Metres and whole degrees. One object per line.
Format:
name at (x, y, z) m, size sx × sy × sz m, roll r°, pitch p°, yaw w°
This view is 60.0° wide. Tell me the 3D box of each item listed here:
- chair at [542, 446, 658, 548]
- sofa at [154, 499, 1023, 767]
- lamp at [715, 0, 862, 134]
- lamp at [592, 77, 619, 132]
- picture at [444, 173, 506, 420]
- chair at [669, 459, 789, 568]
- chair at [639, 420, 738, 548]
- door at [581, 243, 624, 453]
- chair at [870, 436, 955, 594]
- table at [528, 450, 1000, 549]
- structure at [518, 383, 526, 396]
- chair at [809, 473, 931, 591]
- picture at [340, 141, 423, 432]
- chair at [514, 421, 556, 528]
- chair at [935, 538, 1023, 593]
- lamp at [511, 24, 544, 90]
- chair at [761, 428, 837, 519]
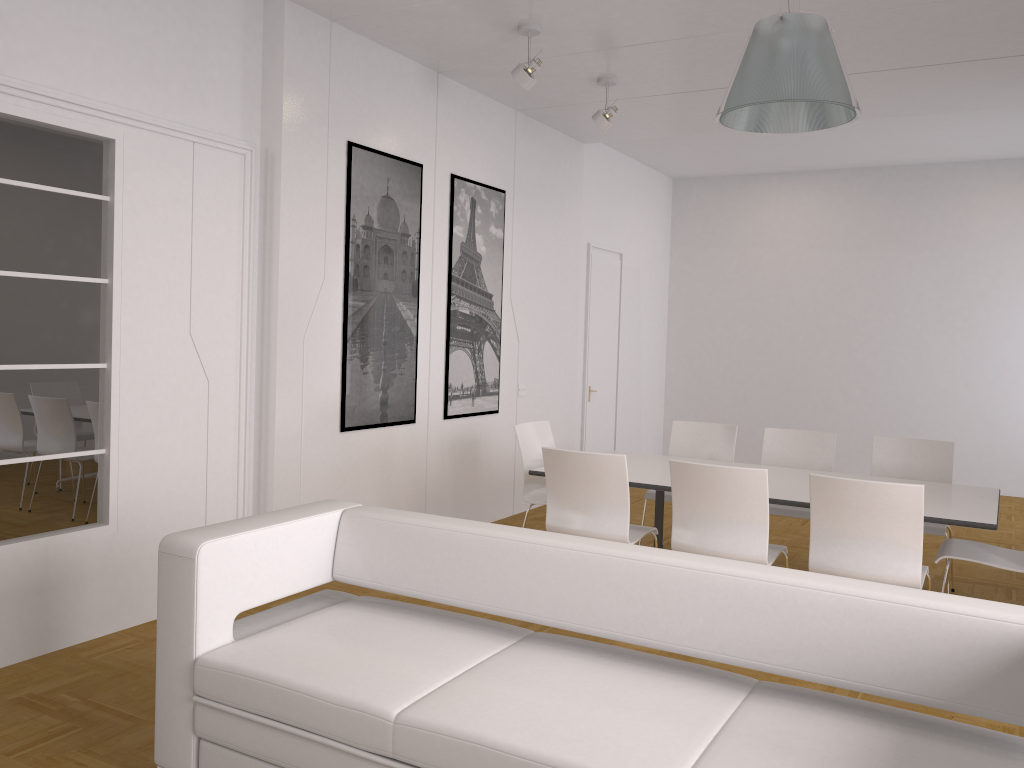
chair at (0.467, 0.799, 4.782) m, size 0.561 × 0.930 × 0.575 m, roll 3°, pitch 3°, yaw 29°
sofa at (0.214, 0.944, 2.472) m, size 2.624 × 0.848 × 0.822 m, roll 4°, pitch 3°, yaw 29°
lamp at (0.929, -1.503, 2.915) m, size 0.465 × 1.249 × 0.464 m, roll 3°, pitch 2°, yaw 29°
lamp at (0.647, -1.963, 6.261) m, size 0.167 × 0.364 × 0.174 m, roll 1°, pitch 2°, yaw -18°
picture at (-0.268, -0.640, 6.756) m, size 0.016 × 1.779 × 0.787 m, roll 3°, pitch 2°, yaw 29°
chair at (1.078, 0.837, 4.439) m, size 0.561 × 0.930 × 0.575 m, roll 3°, pitch 3°, yaw 29°
chair at (1.242, 0.749, 6.133) m, size 0.561 × 0.930 × 0.575 m, roll 3°, pitch 3°, yaw 29°
door at (0.936, -0.200, 9.295) m, size 0.132 × 2.451 × 0.871 m, roll 3°, pitch 2°, yaw 29°
chair at (2.429, 0.824, 5.467) m, size 0.561 × 0.930 × 0.575 m, roll 3°, pitch 3°, yaw 29°
table at (1.431, 0.910, 5.136) m, size 2.412 × 0.722 × 1.211 m, roll 4°, pitch 3°, yaw 29°
structure at (0.084, 0.048, 7.463) m, size 0.013 × 0.104 × 0.114 m, roll 3°, pitch 3°, yaw 29°
chair at (1.653, 0.873, 4.116) m, size 0.561 × 0.930 × 0.575 m, roll 3°, pitch 3°, yaw 29°
picture at (-0.829, -0.604, 5.762) m, size 0.013 × 1.779 × 0.787 m, roll 3°, pitch 2°, yaw 29°
chair at (0.324, 0.734, 5.736) m, size 0.575 × 0.930 × 0.561 m, roll 3°, pitch 3°, yaw 29°
chair at (2.490, 0.878, 4.520) m, size 0.575 × 0.930 × 0.561 m, roll 3°, pitch 3°, yaw 29°
lamp at (0.080, -1.926, 5.252) m, size 0.167 × 0.364 × 0.174 m, roll 1°, pitch 2°, yaw -18°
chair at (1.818, 0.786, 5.810) m, size 0.561 × 0.930 × 0.575 m, roll 3°, pitch 3°, yaw 29°
